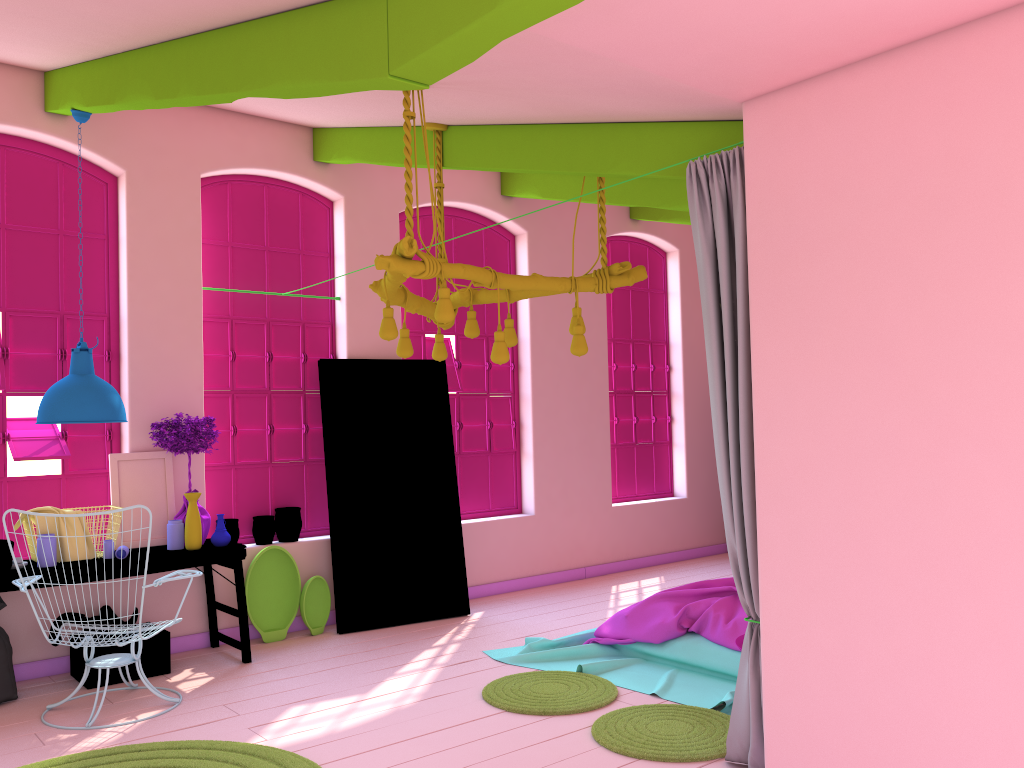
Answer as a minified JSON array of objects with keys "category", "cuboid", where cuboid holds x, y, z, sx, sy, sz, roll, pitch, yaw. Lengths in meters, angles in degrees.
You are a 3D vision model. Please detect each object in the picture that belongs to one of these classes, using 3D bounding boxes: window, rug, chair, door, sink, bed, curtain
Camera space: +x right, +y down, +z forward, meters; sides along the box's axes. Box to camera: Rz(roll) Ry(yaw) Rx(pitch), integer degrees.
[{"category":"window","cuboid":[-3.485,-0.229,6.085,1.497,3.002,0.493,0,-2,-39]},{"category":"window","cuboid":[1.384,-0.190,10.065,1.275,3.046,0.072,0,-2,-39]},{"category":"rug","cuboid":[-1.666,1.806,3.613,1.889,0.050,1.889,-3,-3,38]},{"category":"chair","cuboid":[-2.370,1.300,5.195,1.078,1.238,0.925,-1,-2,-5]},{"category":"window","cuboid":[-0.528,-0.199,8.515,1.514,3.008,0.214,0,-2,-39]},{"category":"door","cuboid":[-0.986,0.877,7.451,1.153,2.210,0.450,0,-2,-29]},{"category":"sink","cuboid":[-3.285,1.038,5.230,0.609,0.194,0.340,1,-3,-39]},{"category":"window","cuboid":[-1.997,-0.223,7.297,1.275,3.046,0.072,0,-2,-39]},{"category":"bed","cuboid":[1.989,1.601,6.337,3.576,0.513,2.803,1,-3,-39]},{"category":"rug","cuboid":[0.818,1.795,4.593,0.792,0.021,0.793,-1,-3,-12]},{"category":"curtain","cuboid":[1.086,0.377,3.927,0.518,2.784,0.525,-3,-2,31]},{"category":"rug","cuboid":[0.226,1.841,5.316,0.793,0.021,0.792,-3,-3,33]}]

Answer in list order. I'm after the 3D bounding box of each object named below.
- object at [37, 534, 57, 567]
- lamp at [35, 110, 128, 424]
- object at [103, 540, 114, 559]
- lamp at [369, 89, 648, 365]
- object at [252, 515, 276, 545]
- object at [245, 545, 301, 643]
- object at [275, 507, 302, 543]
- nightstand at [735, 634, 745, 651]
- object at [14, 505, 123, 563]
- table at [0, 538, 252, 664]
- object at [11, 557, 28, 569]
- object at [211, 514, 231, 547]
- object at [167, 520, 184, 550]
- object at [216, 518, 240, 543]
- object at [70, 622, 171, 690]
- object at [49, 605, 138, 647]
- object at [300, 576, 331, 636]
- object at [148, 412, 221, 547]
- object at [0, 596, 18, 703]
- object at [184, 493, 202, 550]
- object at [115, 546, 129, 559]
[{"category":"object","cuboid":[-2.921,1.044,5.568,0.109,0.197,0.109,-3,-3,43]},{"category":"lamp","cuboid":[-2.741,-0.753,5.638,0.529,2.001,0.529,-1,-2,-8]},{"category":"object","cuboid":[-2.656,1.088,5.842,0.065,0.118,0.065,-2,-2,9]},{"category":"lamp","cuboid":[-0.336,-1.212,5.027,1.611,2.263,1.776,-3,-2,32]},{"category":"object","cuboid":[-1.982,1.167,7.086,0.182,0.222,0.182,-3,-2,33]},{"category":"object","cuboid":[-1.887,1.609,6.863,0.451,0.733,0.218,0,-2,-39]},{"category":"object","cuboid":[-1.823,1.145,7.222,0.223,0.272,0.223,-3,-3,38]},{"category":"nightstand","cuboid":[1.459,1.559,4.548,0.596,0.458,0.596,-1,-2,-2]},{"category":"object","cuboid":[-2.922,0.974,5.850,0.633,0.369,0.444,0,-3,-39]},{"category":"table","cuboid":[-2.878,1.541,5.757,2.192,0.820,0.655,0,-3,-39]},{"category":"object","cuboid":[-3.237,1.027,5.539,0.411,0.250,0.165,-1,-2,-4]},{"category":"object","cuboid":[-2.042,1.024,6.215,0.132,0.219,0.132,-1,-2,-23]},{"category":"object","cuboid":[-2.333,1.045,6.147,0.109,0.197,0.109,-1,-2,-2]},{"category":"object","cuboid":[-2.213,1.165,6.897,0.182,0.222,0.182,-3,-2,28]},{"category":"object","cuboid":[-2.637,1.816,5.970,0.521,0.277,0.446,0,-3,-39]},{"category":"object","cuboid":[-2.772,1.723,5.906,0.300,0.448,0.672,-2,-2,26]},{"category":"object","cuboid":[-1.583,1.742,7.010,0.137,0.462,0.284,-3,-2,36]},{"category":"object","cuboid":[-2.320,0.676,6.327,0.441,0.950,0.503,-2,-2,11]},{"category":"object","cuboid":[-5.438,1.074,2.170,7.865,1.579,2.828,0,-3,-39]},{"category":"object","cuboid":[-2.185,0.941,6.077,0.116,0.382,0.116,-2,-2,24]},{"category":"object","cuboid":[-2.566,1.109,5.836,0.076,0.076,0.137,-1,-2,-19]}]
